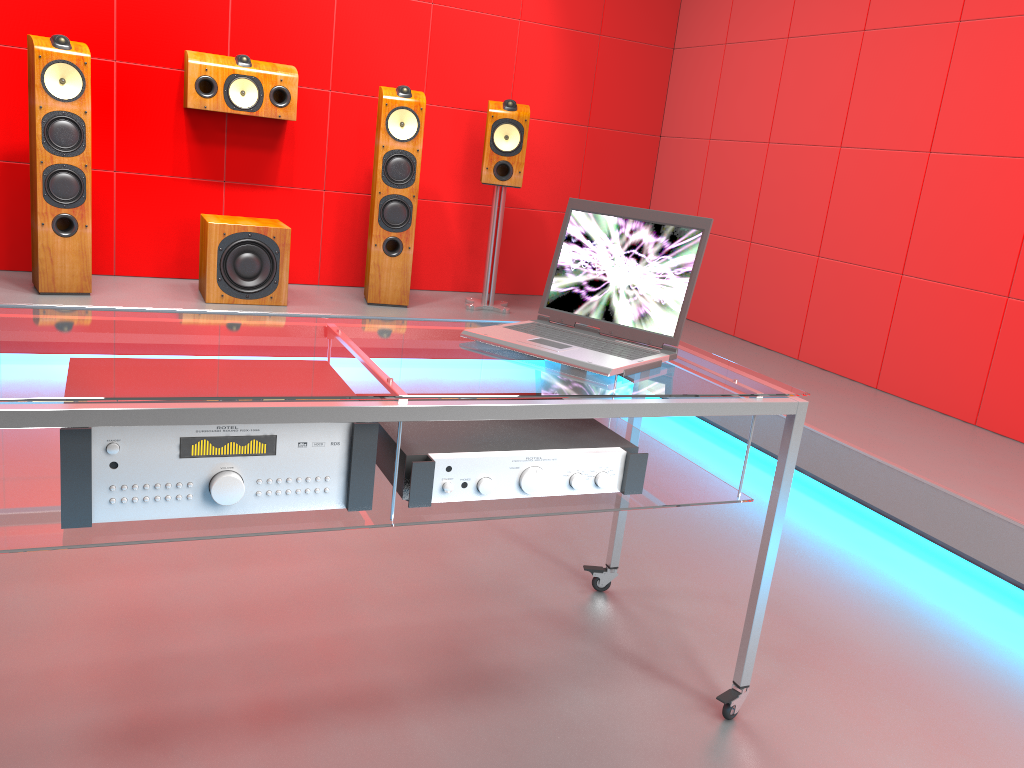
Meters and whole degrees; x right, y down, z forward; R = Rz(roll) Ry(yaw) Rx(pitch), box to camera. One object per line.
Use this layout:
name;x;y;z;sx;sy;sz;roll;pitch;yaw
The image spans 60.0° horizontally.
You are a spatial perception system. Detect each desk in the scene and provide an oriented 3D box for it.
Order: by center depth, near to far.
desk;-0.326;0.274;1.632;1.617;0.690;0.594;0;16;-25

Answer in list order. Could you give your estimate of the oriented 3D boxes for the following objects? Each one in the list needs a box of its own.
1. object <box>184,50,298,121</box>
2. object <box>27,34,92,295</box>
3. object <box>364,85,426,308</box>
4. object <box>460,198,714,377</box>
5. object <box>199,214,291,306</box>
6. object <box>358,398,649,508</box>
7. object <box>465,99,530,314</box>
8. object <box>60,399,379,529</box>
object;-1.291;-1.425;4.225;0.493;0.271;0.235;0;16;-25
object;-1.904;-0.913;3.738;0.203;1.052;0.238;-3;18;-34
object;-0.581;-0.919;4.368;0.203;1.052;0.238;3;15;-15
object;0.149;-0.206;1.745;0.342;0.285;0.340;17;17;33
object;-1.252;-0.580;4.139;0.360;0.360;0.360;0;16;-25
object;-0.035;0.117;1.644;0.435;0.092;0.365;0;16;-25
object;-0.072;-0.915;4.576;0.231;1.058;0.265;5;15;-5
object;-0.478;0.086;1.428;0.431;0.158;0.371;0;16;-25
